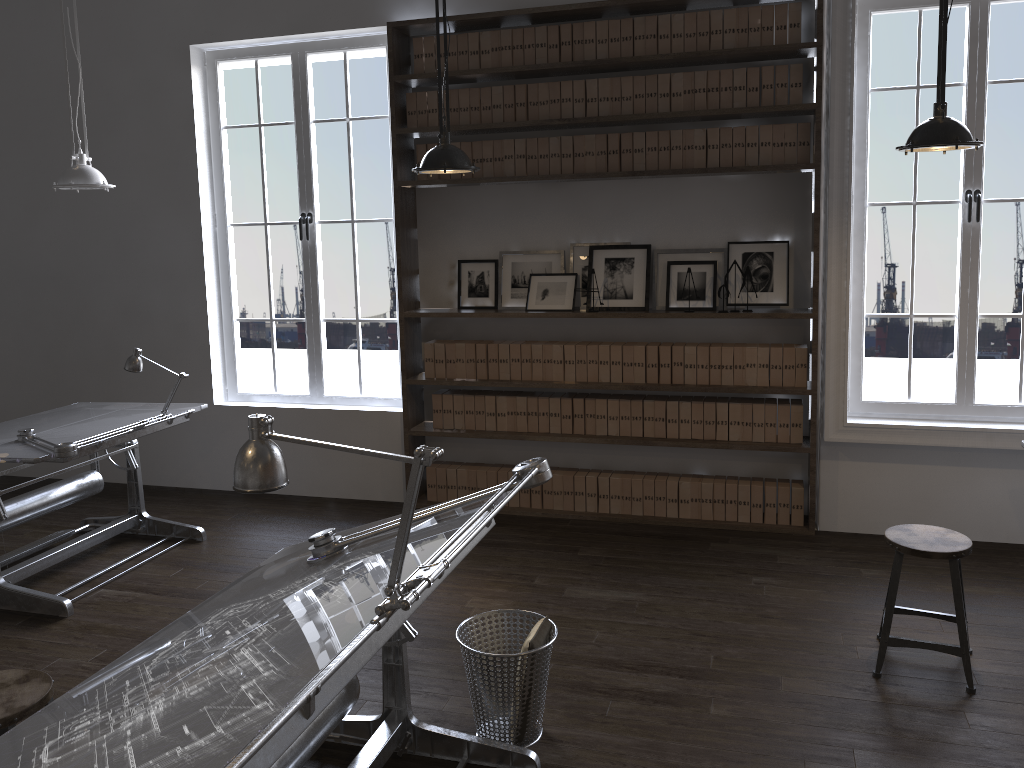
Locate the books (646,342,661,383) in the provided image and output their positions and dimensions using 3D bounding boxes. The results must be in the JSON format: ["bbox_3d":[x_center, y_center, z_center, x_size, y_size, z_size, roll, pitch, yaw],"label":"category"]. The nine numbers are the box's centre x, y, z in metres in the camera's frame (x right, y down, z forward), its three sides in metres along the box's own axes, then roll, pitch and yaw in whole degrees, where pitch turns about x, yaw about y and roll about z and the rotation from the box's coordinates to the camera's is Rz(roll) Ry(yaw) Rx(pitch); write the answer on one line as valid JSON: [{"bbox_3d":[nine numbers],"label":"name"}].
[{"bbox_3d":[0.845,-0.127,5.267,0.067,0.224,0.176,1,8,16],"label":"books"}]

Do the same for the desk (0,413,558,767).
[{"bbox_3d":[-0.573,0.701,2.182,1.077,1.377,2.296,1,9,16],"label":"desk"}]

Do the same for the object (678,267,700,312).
[{"bbox_3d":[1.012,-0.535,5.056,0.124,0.258,0.040,1,7,17],"label":"object"}]

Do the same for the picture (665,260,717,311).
[{"bbox_3d":[1.049,-0.573,5.178,0.289,0.288,0.128,1,8,17],"label":"picture"}]

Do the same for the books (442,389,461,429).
[{"bbox_3d":[-0.380,0.160,5.664,0.067,0.224,0.176,1,8,16],"label":"books"}]

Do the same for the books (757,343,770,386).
[{"bbox_3d":[1.443,-0.110,5.084,0.067,0.224,0.176,1,8,16],"label":"books"}]

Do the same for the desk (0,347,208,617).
[{"bbox_3d":[-2.256,0.409,4.672,1.171,1.181,1.278,1,9,16],"label":"desk"}]

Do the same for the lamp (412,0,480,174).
[{"bbox_3d":[-0.329,-2.079,3.910,0.313,2.238,0.313,-2,7,-4],"label":"lamp"}]

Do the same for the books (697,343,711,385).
[{"bbox_3d":[1.124,-0.119,5.184,0.067,0.224,0.175,1,8,17],"label":"books"}]

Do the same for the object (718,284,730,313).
[{"bbox_3d":[1.190,-0.479,4.981,0.066,0.164,0.040,1,8,17],"label":"object"}]

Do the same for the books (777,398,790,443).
[{"bbox_3d":[1.563,0.209,5.095,0.067,0.224,0.175,1,8,16],"label":"books"}]

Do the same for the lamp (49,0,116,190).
[{"bbox_3d":[-2.263,-2.128,4.478,0.313,2.238,0.313,-2,7,-4],"label":"lamp"}]

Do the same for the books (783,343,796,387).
[{"bbox_3d":[1.579,-0.108,5.050,0.067,0.224,0.175,1,8,17],"label":"books"}]

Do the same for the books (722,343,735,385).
[{"bbox_3d":[1.255,-0.115,5.139,0.067,0.224,0.176,1,8,16],"label":"books"}]

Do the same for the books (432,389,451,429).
[{"bbox_3d":[-0.450,0.159,5.684,0.067,0.224,0.176,1,8,17],"label":"books"}]

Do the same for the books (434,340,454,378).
[{"bbox_3d":[-0.429,-0.158,5.636,0.067,0.224,0.176,1,8,16],"label":"books"}]

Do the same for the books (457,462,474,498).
[{"bbox_3d":[-0.290,0.637,5.703,0.067,0.224,0.176,1,8,16],"label":"books"}]

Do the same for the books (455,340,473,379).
[{"bbox_3d":[-0.297,-0.156,5.602,0.067,0.224,0.176,1,8,16],"label":"books"}]

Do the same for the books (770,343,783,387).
[{"bbox_3d":[1.512,-0.109,5.068,0.067,0.224,0.176,1,8,17],"label":"books"}]

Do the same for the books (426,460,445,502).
[{"bbox_3d":[-0.493,0.631,5.767,0.067,0.224,0.175,1,8,16],"label":"books"}]

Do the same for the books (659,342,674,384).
[{"bbox_3d":[0.914,-0.124,5.240,0.067,0.224,0.176,1,8,17],"label":"books"}]

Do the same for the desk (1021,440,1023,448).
[{"bbox_3d":[2.586,0.589,3.185,1.071,1.091,1.278,1,9,16],"label":"desk"}]

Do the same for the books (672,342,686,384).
[{"bbox_3d":[0.988,-0.123,5.224,0.067,0.224,0.176,1,8,16],"label":"books"}]

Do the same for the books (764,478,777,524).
[{"bbox_3d":[1.508,0.684,5.169,0.067,0.224,0.176,1,8,17],"label":"books"}]

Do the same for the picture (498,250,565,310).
[{"bbox_3d":[0.118,-0.642,5.490,0.415,0.363,0.084,1,8,17],"label":"picture"}]

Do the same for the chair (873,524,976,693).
[{"bbox_3d":[1.623,0.857,3.477,0.358,0.524,0.374,2,9,25],"label":"chair"}]

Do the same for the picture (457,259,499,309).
[{"bbox_3d":[-0.216,-0.630,5.611,0.267,0.313,0.058,1,8,17],"label":"picture"}]

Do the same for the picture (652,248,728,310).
[{"bbox_3d":[1.048,-0.614,5.217,0.434,0.359,0.096,1,8,17],"label":"picture"}]

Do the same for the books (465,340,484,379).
[{"bbox_3d":[-0.234,-0.154,5.586,0.067,0.224,0.176,1,8,17],"label":"books"}]

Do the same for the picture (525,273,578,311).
[{"bbox_3d":[0.241,-0.556,5.384,0.300,0.227,0.145,1,8,16],"label":"picture"}]

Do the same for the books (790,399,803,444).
[{"bbox_3d":[1.629,0.212,5.071,0.067,0.224,0.175,1,8,17],"label":"books"}]

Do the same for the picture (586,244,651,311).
[{"bbox_3d":[0.637,-0.633,5.285,0.373,0.389,0.150,1,8,17],"label":"picture"}]

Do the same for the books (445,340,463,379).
[{"bbox_3d":[-0.359,-0.156,5.616,0.067,0.224,0.176,1,8,17],"label":"books"}]

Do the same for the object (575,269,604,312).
[{"bbox_3d":[0.454,-0.548,5.207,0.174,0.258,0.040,1,7,17],"label":"object"}]

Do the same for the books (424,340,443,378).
[{"bbox_3d":[-0.497,-0.161,5.660,0.067,0.224,0.175,1,8,16],"label":"books"}]

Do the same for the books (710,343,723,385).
[{"bbox_3d":[1.192,-0.118,5.163,0.067,0.224,0.176,1,8,17],"label":"books"}]

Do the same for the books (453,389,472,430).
[{"bbox_3d":[-0.310,0.162,5.647,0.067,0.224,0.175,1,8,16],"label":"books"}]

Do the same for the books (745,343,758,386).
[{"bbox_3d":[1.380,-0.112,5.105,0.067,0.224,0.176,1,8,17],"label":"books"}]

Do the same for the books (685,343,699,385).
[{"bbox_3d":[1.055,-0.120,5.200,0.067,0.224,0.175,1,8,16],"label":"books"}]

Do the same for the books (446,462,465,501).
[{"bbox_3d":[-0.360,0.635,5.722,0.067,0.224,0.176,1,8,17],"label":"books"}]

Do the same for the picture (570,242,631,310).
[{"bbox_3d":[0.531,-0.652,5.369,0.369,0.403,0.092,1,8,17],"label":"picture"}]

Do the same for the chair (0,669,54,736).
[{"bbox_3d":[-1.427,1.115,2.455,0.372,0.524,0.361,-2,8,-5],"label":"chair"}]

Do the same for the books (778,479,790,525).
[{"bbox_3d":[1.581,0.685,5.153,0.067,0.224,0.176,1,8,16],"label":"books"}]

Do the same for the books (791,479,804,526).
[{"bbox_3d":[1.653,0.687,5.129,0.067,0.224,0.176,1,8,17],"label":"books"}]

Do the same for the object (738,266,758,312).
[{"bbox_3d":[1.331,-0.534,4.999,0.110,0.260,0.040,1,7,17],"label":"object"}]

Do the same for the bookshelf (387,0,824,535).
[{"bbox_3d":[0.541,-0.336,5.373,2.474,3.699,0.415,1,7,17],"label":"bookshelf"}]

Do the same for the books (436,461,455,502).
[{"bbox_3d":[-0.427,0.633,5.746,0.067,0.224,0.176,1,8,16],"label":"books"}]

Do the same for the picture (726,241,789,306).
[{"bbox_3d":[1.408,-0.634,5.075,0.343,0.362,0.162,1,8,17],"label":"picture"}]

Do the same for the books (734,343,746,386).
[{"bbox_3d":[1.320,-0.114,5.124,0.067,0.224,0.176,1,8,17],"label":"books"}]

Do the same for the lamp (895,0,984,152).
[{"bbox_3d":[1.639,-2.028,3.323,0.313,2.238,0.313,-2,7,-4],"label":"lamp"}]

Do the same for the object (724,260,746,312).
[{"bbox_3d":[1.256,-0.552,4.990,0.118,0.302,0.040,1,7,17],"label":"object"}]

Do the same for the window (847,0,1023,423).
[{"bbox_3d":[2.418,-0.914,4.658,1.245,2.295,0.154,1,7,17],"label":"window"}]

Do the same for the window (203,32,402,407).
[{"bbox_3d":[-1.349,-1.025,5.898,1.483,2.481,0.154,1,7,17],"label":"window"}]

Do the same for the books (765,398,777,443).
[{"bbox_3d":[1.495,0.208,5.115,0.067,0.224,0.176,1,8,16],"label":"books"}]

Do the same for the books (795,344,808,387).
[{"bbox_3d":[1.640,-0.105,5.025,0.067,0.224,0.176,1,8,17],"label":"books"}]
